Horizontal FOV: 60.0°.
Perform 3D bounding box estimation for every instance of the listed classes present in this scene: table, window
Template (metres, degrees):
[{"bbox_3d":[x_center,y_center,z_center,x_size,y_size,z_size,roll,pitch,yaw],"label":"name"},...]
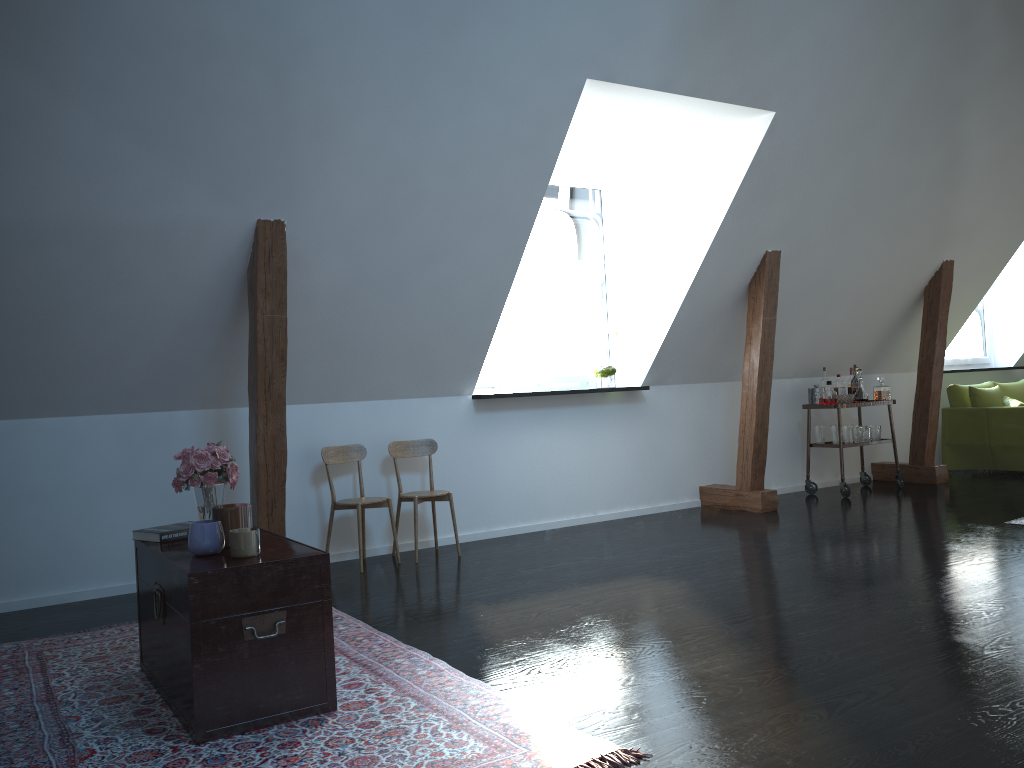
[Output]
[{"bbox_3d":[-0.967,0.791,3.033,0.471,0.492,0.962,-3,-1,-32],"label":"table"},{"bbox_3d":[3.167,-2.236,4.878,8.018,4.249,5.959,-3,-1,-32],"label":"window"}]

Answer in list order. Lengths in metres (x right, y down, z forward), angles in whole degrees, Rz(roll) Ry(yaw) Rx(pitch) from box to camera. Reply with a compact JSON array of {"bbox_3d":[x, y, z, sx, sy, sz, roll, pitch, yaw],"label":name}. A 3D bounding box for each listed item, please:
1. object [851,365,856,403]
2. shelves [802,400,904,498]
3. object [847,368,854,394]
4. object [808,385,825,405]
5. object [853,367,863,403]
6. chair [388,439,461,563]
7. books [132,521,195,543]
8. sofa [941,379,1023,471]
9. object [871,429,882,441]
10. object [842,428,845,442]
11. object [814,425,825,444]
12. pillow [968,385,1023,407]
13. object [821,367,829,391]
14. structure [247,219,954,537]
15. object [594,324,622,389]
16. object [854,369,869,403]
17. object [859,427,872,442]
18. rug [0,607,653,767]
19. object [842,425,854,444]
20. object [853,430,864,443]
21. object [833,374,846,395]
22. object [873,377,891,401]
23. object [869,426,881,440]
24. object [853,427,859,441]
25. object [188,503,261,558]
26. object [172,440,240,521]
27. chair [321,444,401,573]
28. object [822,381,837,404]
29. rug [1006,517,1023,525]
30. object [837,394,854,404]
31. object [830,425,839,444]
[{"bbox_3d":[2.865,0.003,7.385,0.080,0.329,0.080,-3,-1,-41],"label":"object"},{"bbox_3d":[2.799,0.514,7.294,0.803,0.732,0.438,-3,-1,-36],"label":"shelves"},{"bbox_3d":[2.887,0.015,7.522,0.081,0.308,0.081,-3,-1,-40],"label":"object"},{"bbox_3d":[2.480,0.097,7.209,0.135,0.182,0.052,-3,-1,5],"label":"object"},{"bbox_3d":[2.847,0.016,7.298,0.081,0.307,0.081,-3,-1,-26],"label":"object"},{"bbox_3d":[-0.532,0.687,5.337,0.329,0.696,0.342,-3,-1,-31],"label":"chair"},{"bbox_3d":[-1.251,0.549,3.300,0.179,0.034,0.243,-3,-1,36],"label":"books"},{"bbox_3d":[5.091,0.360,8.443,2.093,0.825,0.898,-3,-1,-33],"label":"sofa"},{"bbox_3d":[2.990,0.419,7.289,0.092,0.099,0.092,-3,-1,36],"label":"object"},{"bbox_3d":[2.761,0.421,7.341,0.095,0.119,0.095,-3,-1,20],"label":"object"},{"bbox_3d":[2.510,0.415,7.225,0.087,0.155,0.087,-3,-1,31],"label":"object"},{"bbox_3d":[4.483,0.192,7.953,0.475,0.387,0.600,-3,-1,-35],"label":"pillow"},{"bbox_3d":[2.573,0.023,7.281,0.073,0.320,0.073,-3,-1,-41],"label":"object"},{"bbox_3d":[1.871,-0.044,6.826,12.350,1.963,1.023,-3,-1,-32],"label":"structure"},{"bbox_3d":[0.696,-0.202,6.401,0.131,0.461,0.309,-3,-1,-14],"label":"object"},{"bbox_3d":[2.821,0.023,7.181,0.114,0.292,0.114,-3,-1,30],"label":"object"},{"bbox_3d":[2.896,0.413,7.259,0.095,0.119,0.095,-3,-1,20],"label":"object"},{"bbox_3d":[-0.958,1.030,2.994,1.512,0.029,2.647,-3,-1,-32],"label":"rug"},{"bbox_3d":[2.692,0.404,7.097,0.087,0.155,0.087,-3,-1,31],"label":"object"},{"bbox_3d":[2.808,0.427,7.197,0.092,0.099,0.092,-3,-1,36],"label":"object"},{"bbox_3d":[2.735,0.047,7.408,0.099,0.257,0.067,-3,-1,-27],"label":"object"},{"bbox_3d":[3.068,0.050,7.352,0.101,0.211,0.101,-3,-1,-17],"label":"object"},{"bbox_3d":[3.030,0.407,7.392,0.095,0.119,0.095,-3,-1,20],"label":"object"},{"bbox_3d":[2.875,0.415,7.386,0.095,0.119,0.095,-3,-1,20],"label":"object"},{"bbox_3d":[-0.954,0.480,2.919,0.215,0.138,0.413,-3,-1,-20],"label":"object"},{"bbox_3d":[-1.120,0.383,3.238,0.234,0.351,0.235,-3,-1,18],"label":"object"},{"bbox_3d":[-0.885,0.704,5.140,0.342,0.696,0.329,-3,-1,41],"label":"chair"},{"bbox_3d":[2.540,0.078,7.089,0.087,0.206,0.087,-3,-1,-7],"label":"object"},{"bbox_3d":[4.637,0.759,5.324,2.677,0.022,1.898,-3,-1,-32],"label":"rug"},{"bbox_3d":[2.679,0.129,7.167,0.151,0.092,0.245,-3,-1,-3],"label":"object"},{"bbox_3d":[2.594,0.409,7.086,0.087,0.155,0.087,-3,-1,31],"label":"object"}]
